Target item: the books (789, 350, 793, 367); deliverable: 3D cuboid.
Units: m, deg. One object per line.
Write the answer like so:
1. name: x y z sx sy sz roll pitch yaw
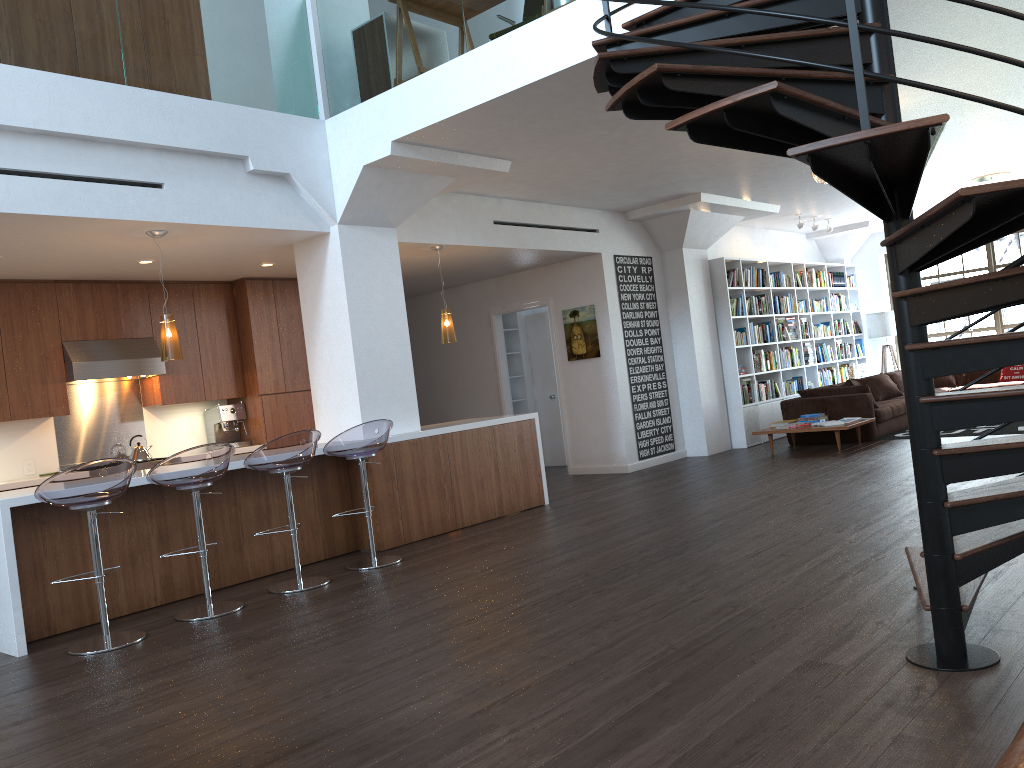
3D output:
1. books: 3.833 -0.344 12.448 0.174 0.240 0.045 -7 0 41

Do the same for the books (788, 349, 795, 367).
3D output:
1. books: 3.866 -0.355 12.470 0.183 0.253 0.034 -7 0 41

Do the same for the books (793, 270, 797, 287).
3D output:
1. books: 4.011 -1.502 12.806 0.183 0.253 0.042 -7 0 41

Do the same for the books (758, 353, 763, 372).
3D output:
1. books: 3.224 -0.274 11.756 0.171 0.246 0.057 -7 0 41

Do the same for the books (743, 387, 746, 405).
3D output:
1. books: 2.901 0.158 11.321 0.161 0.223 0.032 -7 0 41

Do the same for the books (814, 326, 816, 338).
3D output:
1. books: 4.437 -0.761 13.154 0.128 0.178 0.021 -7 0 41

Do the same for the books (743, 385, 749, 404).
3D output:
1. books: 2.929 0.146 11.353 0.174 0.240 0.054 -7 0 41

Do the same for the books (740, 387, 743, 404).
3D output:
1. books: 2.816 0.135 11.230 0.176 0.291 0.053 -7 0 41

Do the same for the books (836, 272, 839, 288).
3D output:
1. books: 5.059 -1.631 14.014 0.183 0.253 0.042 -7 0 41

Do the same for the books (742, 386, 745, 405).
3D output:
1. books: 2.872 0.148 11.304 0.160 0.251 0.031 -7 0 41

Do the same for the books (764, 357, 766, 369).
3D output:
1. books: 3.306 -0.272 11.848 0.161 0.223 0.026 -7 0 41

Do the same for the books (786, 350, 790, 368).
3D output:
1. books: 3.759 -0.342 12.350 0.183 0.253 0.034 -7 0 41

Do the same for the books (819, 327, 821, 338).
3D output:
1. books: 4.556 -0.768 13.272 0.106 0.162 0.030 -7 0 41

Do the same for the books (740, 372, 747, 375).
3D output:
1. books: 2.883 -0.126 11.389 0.197 0.035 0.284 -7 0 31

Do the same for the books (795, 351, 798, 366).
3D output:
1. books: 3.963 -0.352 12.587 0.161 0.223 0.027 -7 0 41

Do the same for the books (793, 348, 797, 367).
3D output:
1. books: 3.914 -0.364 12.537 0.180 0.259 0.060 -7 0 41

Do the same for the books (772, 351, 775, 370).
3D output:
1. books: 3.460 -0.306 12.023 0.183 0.253 0.034 -7 0 41

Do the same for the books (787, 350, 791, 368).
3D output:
1. books: 3.787 -0.342 12.386 0.171 0.246 0.057 -7 0 41

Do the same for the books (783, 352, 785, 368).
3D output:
1. books: 3.687 -0.318 12.260 0.161 0.223 0.026 -7 0 41

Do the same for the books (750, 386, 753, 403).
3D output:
1. books: 3.022 0.143 11.471 0.161 0.223 0.033 -7 0 41

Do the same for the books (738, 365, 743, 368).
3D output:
1. books: 2.870 -0.220 11.390 0.144 0.025 0.204 -7 0 31

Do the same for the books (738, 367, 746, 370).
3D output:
1. books: 2.870 -0.192 11.387 0.174 0.032 0.254 -7 0 36

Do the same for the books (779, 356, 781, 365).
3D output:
1. books: 3.582 -0.310 12.166 0.169 0.231 0.071 -7 0 40

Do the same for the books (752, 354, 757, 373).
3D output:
1. books: 3.102 -0.260 11.615 0.189 0.247 0.057 -7 0 42

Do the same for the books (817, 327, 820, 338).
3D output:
1. books: 4.535 -0.767 13.257 0.120 0.167 0.019 -7 0 41

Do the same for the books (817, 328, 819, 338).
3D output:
1. books: 4.514 -0.758 13.228 0.110 0.153 0.018 -7 0 41

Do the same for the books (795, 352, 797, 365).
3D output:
1. books: 3.946 -0.363 12.567 0.160 0.250 0.026 -7 0 41

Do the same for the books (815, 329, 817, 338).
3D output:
1. books: 4.449 -0.763 13.170 0.128 0.178 0.020 -7 0 41

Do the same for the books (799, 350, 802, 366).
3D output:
1. books: 4.046 -0.366 12.694 0.168 0.231 0.037 -7 0 41

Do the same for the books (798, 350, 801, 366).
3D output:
1. books: 4.034 -0.360 12.663 0.161 0.223 0.026 -7 0 41

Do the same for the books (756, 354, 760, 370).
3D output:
1. books: 3.192 -0.267 11.723 0.159 0.241 0.038 -7 0 41

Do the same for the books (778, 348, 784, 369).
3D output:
1. books: 3.624 -0.341 12.218 0.198 0.284 0.066 -7 0 41

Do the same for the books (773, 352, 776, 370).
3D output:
1. books: 3.481 -0.302 12.057 0.174 0.240 0.045 -7 0 41

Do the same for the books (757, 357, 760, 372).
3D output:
1. books: 3.177 -0.249 11.680 0.144 0.207 0.048 -7 0 41

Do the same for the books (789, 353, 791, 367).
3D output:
1. books: 3.817 -0.334 12.416 0.161 0.223 0.027 -7 0 41

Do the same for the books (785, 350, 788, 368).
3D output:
1. books: 3.734 -0.339 12.328 0.183 0.253 0.034 -7 0 41

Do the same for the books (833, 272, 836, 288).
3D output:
1. books: 4.973 -1.620 13.916 0.183 0.253 0.042 -7 0 41

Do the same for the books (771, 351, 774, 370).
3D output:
1. books: 3.441 -0.304 11.996 0.183 0.253 0.034 -7 0 41

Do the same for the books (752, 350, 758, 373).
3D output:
1. books: 3.146 -0.291 11.641 0.140 0.298 0.044 -7 0 41

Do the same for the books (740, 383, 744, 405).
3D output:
1. books: 2.837 0.135 11.280 0.198 0.284 0.049 -7 0 41

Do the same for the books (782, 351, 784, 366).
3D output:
1. books: 3.667 -0.330 12.243 0.160 0.250 0.026 -7 0 41

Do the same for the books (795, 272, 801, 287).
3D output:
1. books: 4.069 -1.500 12.872 0.174 0.236 0.136 -7 0 41

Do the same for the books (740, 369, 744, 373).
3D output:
1. books: 2.879 -0.160 11.389 0.197 0.033 0.284 -7 0 16

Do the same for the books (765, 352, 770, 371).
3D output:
1. books: 3.364 -0.291 11.910 0.171 0.246 0.057 -7 0 41

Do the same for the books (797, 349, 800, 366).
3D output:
1. books: 4.002 -0.365 12.643 0.174 0.240 0.045 -7 0 41

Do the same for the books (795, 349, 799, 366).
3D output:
1. books: 3.975 -0.368 12.614 0.183 0.253 0.034 -7 0 41

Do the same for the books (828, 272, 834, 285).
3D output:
1. books: 4.939 -1.616 13.887 0.183 0.253 0.042 -7 0 41

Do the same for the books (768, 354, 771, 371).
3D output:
1. books: 3.392 -0.287 11.949 0.168 0.231 0.037 -7 0 41

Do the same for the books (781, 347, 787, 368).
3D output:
1. books: 3.703 -0.354 12.296 0.176 0.290 0.053 -7 0 41

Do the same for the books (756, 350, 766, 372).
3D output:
1. books: 3.274 -0.302 11.819 0.176 0.290 0.053 -7 0 41

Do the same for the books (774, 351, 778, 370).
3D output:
1. books: 3.531 -0.315 12.098 0.183 0.253 0.034 -7 0 41

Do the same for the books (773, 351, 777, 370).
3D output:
1. books: 3.509 -0.311 12.078 0.160 0.250 0.026 -7 0 41

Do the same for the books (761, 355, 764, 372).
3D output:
1. books: 3.254 -0.266 11.787 0.161 0.223 0.027 -7 0 41

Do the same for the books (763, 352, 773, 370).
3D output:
1. books: 3.416 -0.301 11.973 0.183 0.253 0.034 -7 0 41

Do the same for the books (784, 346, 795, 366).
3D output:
1. books: 3.880 -0.375 12.502 0.176 0.290 0.036 -7 0 41

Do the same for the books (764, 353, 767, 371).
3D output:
1. books: 3.314 -0.282 11.887 0.174 0.240 0.045 -7 0 41
